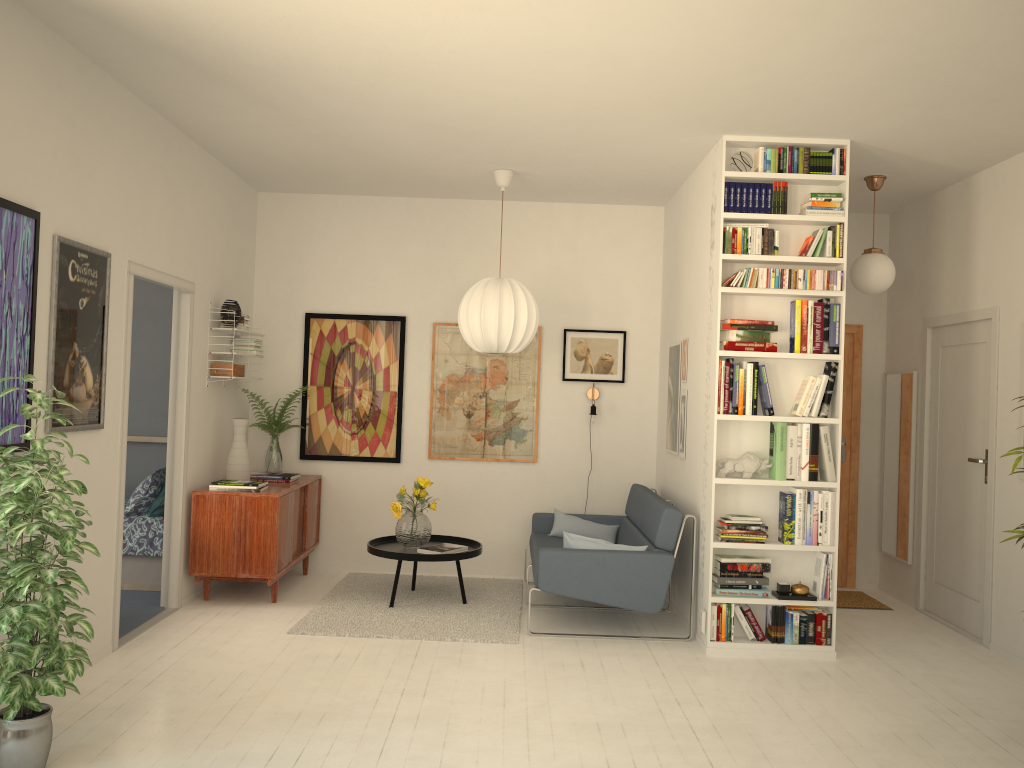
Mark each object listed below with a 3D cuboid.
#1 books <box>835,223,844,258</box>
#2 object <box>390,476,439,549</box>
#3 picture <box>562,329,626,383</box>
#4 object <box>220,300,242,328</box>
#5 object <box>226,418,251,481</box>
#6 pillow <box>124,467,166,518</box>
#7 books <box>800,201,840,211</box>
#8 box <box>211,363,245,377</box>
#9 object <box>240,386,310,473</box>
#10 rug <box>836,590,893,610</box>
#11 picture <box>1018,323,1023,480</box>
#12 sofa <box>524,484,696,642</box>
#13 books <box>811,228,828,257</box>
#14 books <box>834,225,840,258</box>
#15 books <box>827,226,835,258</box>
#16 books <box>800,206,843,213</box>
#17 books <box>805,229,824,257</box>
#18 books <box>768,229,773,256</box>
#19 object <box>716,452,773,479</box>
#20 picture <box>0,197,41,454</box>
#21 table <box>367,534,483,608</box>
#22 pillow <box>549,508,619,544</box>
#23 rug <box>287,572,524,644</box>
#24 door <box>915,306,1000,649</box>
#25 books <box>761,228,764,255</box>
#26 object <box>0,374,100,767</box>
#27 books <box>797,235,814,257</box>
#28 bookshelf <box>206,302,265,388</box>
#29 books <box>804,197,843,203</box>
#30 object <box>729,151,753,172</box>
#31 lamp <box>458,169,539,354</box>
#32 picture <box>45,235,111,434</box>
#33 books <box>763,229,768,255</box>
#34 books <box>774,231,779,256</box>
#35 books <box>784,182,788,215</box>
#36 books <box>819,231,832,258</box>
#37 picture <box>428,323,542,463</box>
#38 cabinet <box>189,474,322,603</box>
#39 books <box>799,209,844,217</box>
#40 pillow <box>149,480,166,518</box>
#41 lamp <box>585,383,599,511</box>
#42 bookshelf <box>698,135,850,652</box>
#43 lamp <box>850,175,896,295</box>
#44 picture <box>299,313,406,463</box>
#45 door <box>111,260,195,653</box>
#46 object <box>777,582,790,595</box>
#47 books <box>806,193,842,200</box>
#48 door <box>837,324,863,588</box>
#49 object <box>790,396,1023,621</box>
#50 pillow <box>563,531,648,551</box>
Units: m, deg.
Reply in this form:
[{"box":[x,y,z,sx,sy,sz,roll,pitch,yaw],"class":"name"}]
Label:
[{"box":[1.846,-0.803,5.073,0.022,0.199,0.212,2,-1,0],"class":"books"},{"box":[-0.662,0.859,5.933,0.291,0.471,0.361,1,-1,38],"class":"object"},{"box":[0.635,-0.216,6.852,0.481,0.402,0.015,2,-1,0],"class":"picture"},{"box":[-1.894,-0.470,5.973,0.139,0.200,0.139,1,-1,44],"class":"object"},{"box":[-1.844,0.458,5.997,0.160,0.445,0.158,1,-1,40],"class":"object"},{"box":[-2.528,0.750,6.180,0.237,0.338,0.437,2,-1,-2],"class":"pillow"},{"box":[1.746,-1.009,5.079,0.173,0.030,0.199,2,0,-10],"class":"books"},{"box":[-1.932,-0.093,6.035,0.152,0.084,0.266,2,-1,0],"class":"box"},{"box":[-1.752,0.345,6.639,0.476,0.686,0.398,2,-1,2],"class":"object"},{"box":[2.174,1.554,6.425,0.941,0.002,0.553,2,0,0],"class":"rug"},{"box":[2.871,0.093,4.595,0.012,0.877,0.822,2,-1,0],"class":"picture"},{"box":[0.585,1.107,5.895,0.964,0.773,1.603,2,-1,0],"class":"sofa"},{"box":[1.736,-0.792,5.075,0.065,0.168,0.228,2,-1,0],"class":"books"},{"box":[1.827,-0.798,5.075,0.014,0.188,0.218,2,-1,0],"class":"books"},{"box":[1.809,-0.798,5.088,0.022,0.187,0.186,2,-1,0],"class":"books"},{"box":[1.758,-0.985,5.080,0.200,0.018,0.208,2,0,0],"class":"books"},{"box":[1.703,-0.791,5.088,0.092,0.165,0.222,2,-1,0],"class":"books"},{"box":[1.449,-0.792,5.047,0.023,0.153,0.176,2,-1,0],"class":"books"},{"box":[1.315,0.457,5.018,0.311,0.150,0.137,2,-1,8],"class":"object"},{"box":[-2.002,-0.223,3.437,0.018,0.999,0.546,2,-1,0],"class":"picture"},{"box":[-0.584,1.255,5.896,0.761,0.386,0.760,2,-1,16],"class":"table"},{"box":[0.531,1.064,6.526,0.540,0.277,0.157,2,-1,1],"class":"pillow"},{"box":[-0.597,1.445,5.851,1.304,0.012,1.660,2,0,2],"class":"rug"},{"box":[2.918,0.558,5.738,0.166,2.033,0.955,2,-1,0],"class":"door"},{"box":[1.407,-0.797,5.061,0.013,0.159,0.176,2,-1,0],"class":"books"},{"box":[-1.742,0.677,3.164,0.569,1.424,0.513,1,-1,43],"class":"object"},{"box":[1.669,-0.774,5.100,0.073,0.129,0.200,2,-1,0],"class":"books"},{"box":[-1.922,-0.256,6.216,0.184,0.565,0.695,2,-1,0],"class":"bookshelf"},{"box":[1.764,-1.033,5.058,0.179,0.016,0.208,2,0,5],"class":"books"},{"box":[1.300,-1.252,5.026,0.131,0.131,0.131,2,-1,-4],"class":"object"},{"box":[-0.078,-0.817,5.946,0.536,1.229,0.536,1,-1,34],"class":"lamp"},{"box":[-2.003,-0.215,4.120,0.020,0.869,0.525,2,-1,0],"class":"picture"},{"box":[1.425,-0.794,5.080,0.024,0.155,0.206,2,-1,0],"class":"books"},{"box":[1.487,-0.786,5.066,0.020,0.145,0.189,2,-1,0],"class":"books"},{"box":[1.540,-1.041,5.093,0.020,0.191,0.205,2,-1,0],"class":"books"},{"box":[1.780,-0.782,5.071,0.030,0.153,0.199,2,-1,0],"class":"books"},{"box":[-0.209,0.067,6.849,0.838,1.053,0.012,2,-1,0],"class":"picture"},{"box":[-1.746,1.049,6.184,0.546,0.727,1.262,2,-1,0],"class":"cabinet"},{"box":[1.755,-0.956,5.081,0.214,0.038,0.222,2,0,0],"class":"books"},{"box":[-2.372,0.769,6.391,0.237,0.385,0.767,2,-1,-2],"class":"pillow"},{"box":[0.470,0.693,6.774,0.360,1.416,0.112,2,-1,0],"class":"lamp"},{"box":[1.488,0.068,5.068,0.710,2.901,0.249,2,-1,0],"class":"bookshelf"},{"box":[2.350,-0.963,5.764,0.275,0.767,0.275,2,-1,-6],"class":"lamp"},{"box":[-1.228,0.030,6.846,0.778,1.134,0.018,2,-1,0],"class":"picture"},{"box":[-2.468,0.361,5.076,0.882,2.033,0.955,2,-1,0],"class":"door"},{"box":[1.532,1.154,5.006,0.058,0.055,0.058,2,-1,0],"class":"object"},{"box":[1.773,-1.057,5.074,0.169,0.032,0.188,2,0,5],"class":"books"},{"box":[2.215,0.543,6.888,0.931,2.033,0.159,2,-1,0],"class":"door"},{"box":[2.279,0.683,4.166,0.778,1.711,2.088,2,-1,-19],"class":"object"},{"box":[0.528,1.043,5.250,0.533,0.353,0.141,2,-1,0],"class":"pillow"}]
